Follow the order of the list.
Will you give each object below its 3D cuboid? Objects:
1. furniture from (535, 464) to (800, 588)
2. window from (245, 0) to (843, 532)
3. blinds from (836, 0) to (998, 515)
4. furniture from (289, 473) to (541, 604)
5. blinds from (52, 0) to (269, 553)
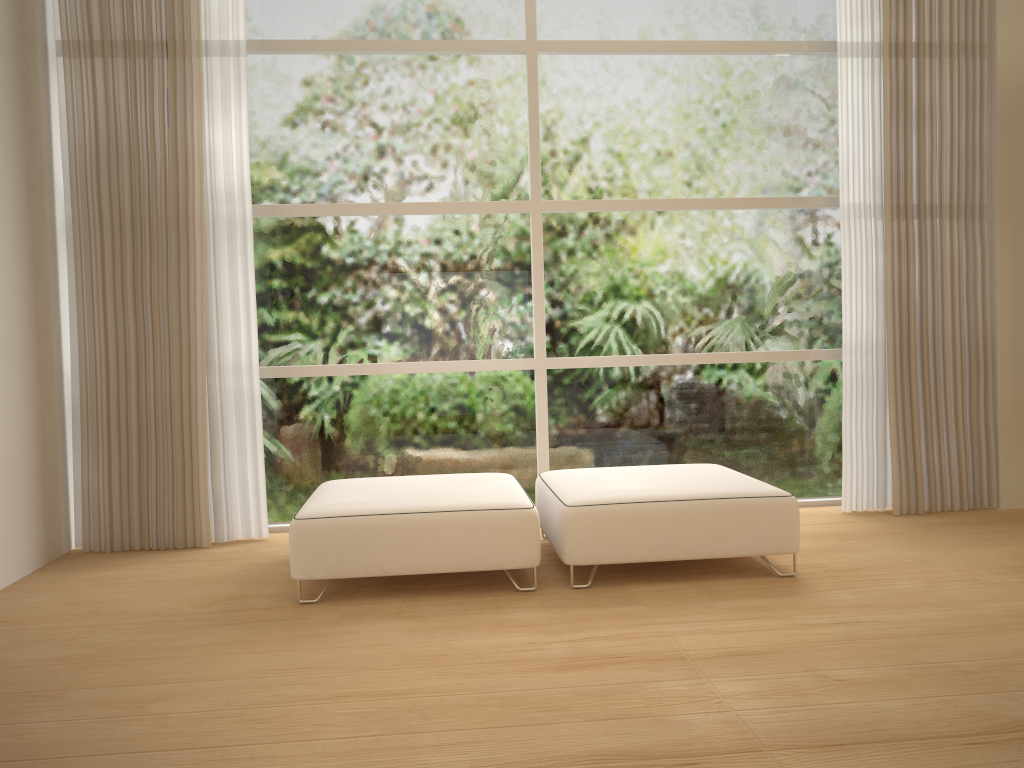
[{"bbox_3d":[0.627,0.584,3.906,0.965,0.346,0.964,-2,3,-5],"label":"furniture"},{"bbox_3d":[0.125,-0.952,4.768,4.781,3.371,0.071,-2,3,-5],"label":"window"},{"bbox_3d":[2.124,-0.998,4.645,0.814,3.351,0.202,-2,3,-6],"label":"blinds"},{"bbox_3d":[-0.404,0.619,3.810,0.965,0.346,0.964,-2,3,-5],"label":"furniture"},{"bbox_3d":[-1.745,-0.868,4.336,0.950,3.352,0.211,-2,3,-7],"label":"blinds"}]
